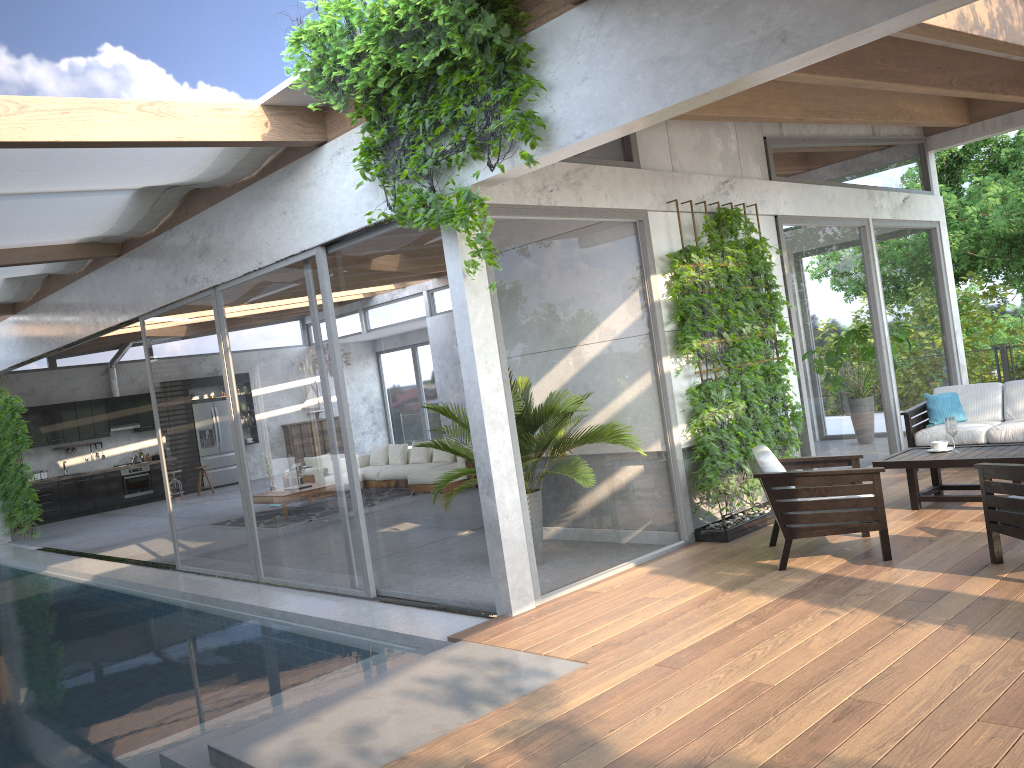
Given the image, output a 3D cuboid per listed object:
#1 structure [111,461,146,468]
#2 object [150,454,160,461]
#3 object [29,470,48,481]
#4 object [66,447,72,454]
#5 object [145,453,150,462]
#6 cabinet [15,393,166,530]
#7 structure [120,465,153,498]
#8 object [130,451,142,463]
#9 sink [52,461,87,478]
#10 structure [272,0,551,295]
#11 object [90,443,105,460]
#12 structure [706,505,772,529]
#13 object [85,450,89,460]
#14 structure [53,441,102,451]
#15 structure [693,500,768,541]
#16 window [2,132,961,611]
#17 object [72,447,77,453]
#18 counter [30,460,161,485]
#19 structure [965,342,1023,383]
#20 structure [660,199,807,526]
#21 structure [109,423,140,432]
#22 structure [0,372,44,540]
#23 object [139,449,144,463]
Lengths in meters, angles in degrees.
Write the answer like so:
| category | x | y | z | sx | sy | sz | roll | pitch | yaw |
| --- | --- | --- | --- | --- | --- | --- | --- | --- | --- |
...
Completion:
| category | x | y | z | sx | sy | sz | roll | pitch | yaw |
| --- | --- | --- | --- | --- | --- | --- | --- | --- | --- |
| structure | -8.012 | 1.681 | 18.579 | 0.605 | 0.031 | 0.496 | -9 | 1 | -43 |
| object | -7.660 | 1.569 | 19.111 | 0.247 | 0.141 | 0.209 | -9 | 1 | -45 |
| object | -9.403 | 1.806 | 17.547 | 0.405 | 0.200 | 0.147 | -9 | 1 | -42 |
| object | -9.005 | 1.350 | 18.018 | 0.117 | 0.139 | 0.093 | -9 | 1 | -41 |
| object | -7.844 | 1.574 | 19.090 | 0.080 | 0.183 | 0.039 | -9 | 1 | -31 |
| cabinet | -8.046 | 1.295 | 18.624 | 5.901 | 2.502 | 0.709 | -9 | 1 | -45 |
| structure | -7.945 | 2.048 | 18.568 | 0.587 | 0.588 | 0.584 | -9 | 1 | -43 |
| object | -7.899 | 1.530 | 18.634 | 0.222 | 0.235 | 0.222 | -8 | 1 | 37 |
| sink | -8.872 | 1.797 | 17.758 | 0.526 | 0.514 | 0.514 | -9 | 1 | -43 |
| structure | -0.579 | -1.484 | 5.322 | 1.822 | 2.054 | 0.918 | -8 | 1 | 44 |
| object | -8.587 | 1.401 | 18.365 | 0.282 | 0.380 | 0.070 | -9 | 1 | -43 |
| structure | 1.896 | 1.087 | 7.244 | 0.928 | 0.044 | 0.231 | -9 | 1 | -43 |
| object | -8.764 | 1.406 | 18.243 | 0.071 | 0.325 | 0.066 | -9 | 1 | -43 |
| structure | -8.883 | 1.269 | 18.162 | 0.932 | 0.046 | 0.081 | -9 | 1 | -43 |
| structure | 1.355 | 0.989 | 8.511 | 2.012 | 0.595 | 2.203 | -9 | 1 | -43 |
| window | -3.503 | 0.056 | 13.306 | 14.294 | 3.764 | 23.280 | -9 | 1 | -43 |
| object | -8.921 | 1.337 | 18.087 | 0.117 | 0.139 | 0.093 | -9 | 1 | -26 |
| counter | -8.719 | 1.835 | 17.894 | 3.805 | 0.061 | 0.607 | -9 | 1 | -43 |
| structure | 5.340 | 0.367 | 9.722 | 15.587 | 3.022 | 31.708 | -8 | 1 | -3 |
| structure | 1.938 | -0.225 | 7.525 | 1.851 | 2.669 | 0.500 | -9 | 1 | -43 |
| structure | -8.198 | 0.916 | 18.652 | 0.599 | 0.104 | 0.368 | -9 | 1 | -43 |
| structure | -7.434 | 1.120 | 10.754 | 2.739 | 2.687 | 10.282 | -9 | 1 | -26 |
| object | -7.924 | 1.537 | 18.993 | 0.082 | 0.282 | 0.089 | -8 | 1 | 42 |
